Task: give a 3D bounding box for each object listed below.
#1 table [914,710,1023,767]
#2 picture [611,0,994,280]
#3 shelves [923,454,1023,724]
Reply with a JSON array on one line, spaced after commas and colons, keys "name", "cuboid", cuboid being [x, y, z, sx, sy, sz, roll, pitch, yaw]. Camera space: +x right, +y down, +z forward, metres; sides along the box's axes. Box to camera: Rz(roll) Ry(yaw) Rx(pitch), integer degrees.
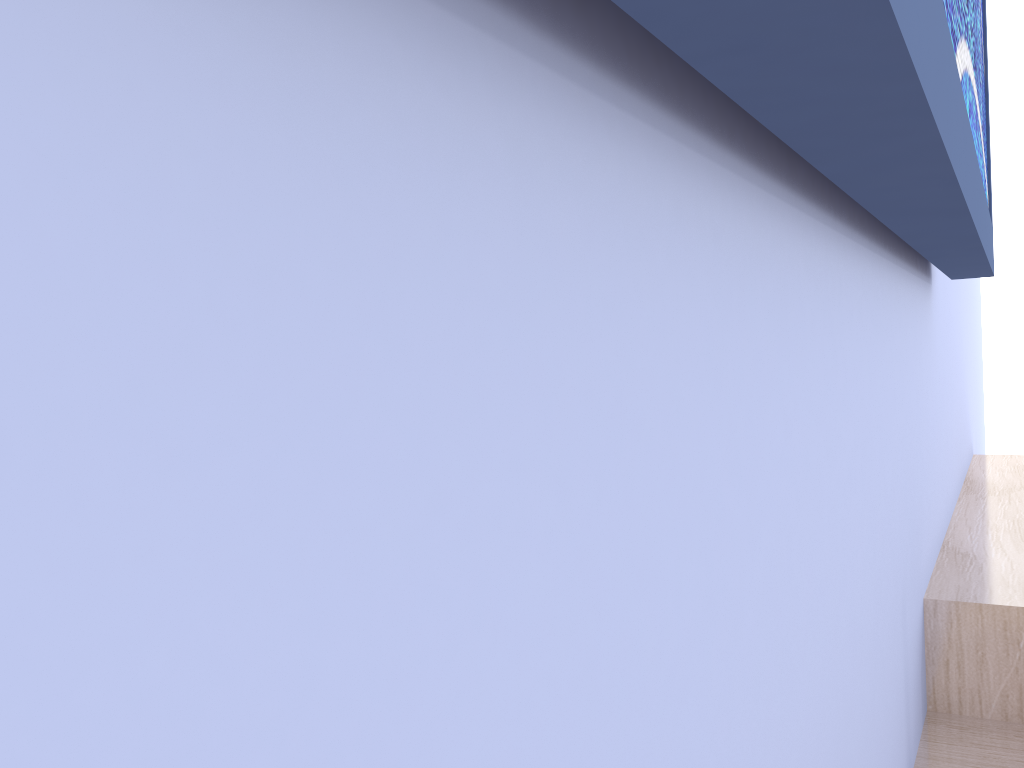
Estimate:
[{"name": "table", "cuboid": [1.293, 0.700, 0.058, 2.340, 0.718, 1.002, -2, 2, 30]}, {"name": "picture", "cuboid": [0.263, -0.554, 0.583, 0.049, 0.901, 1.252, -2, 2, 30]}, {"name": "shelves", "cuboid": [0.339, 0.677, 0.286, 0.463, 0.840, 3.901, -2, 2, 30]}]
